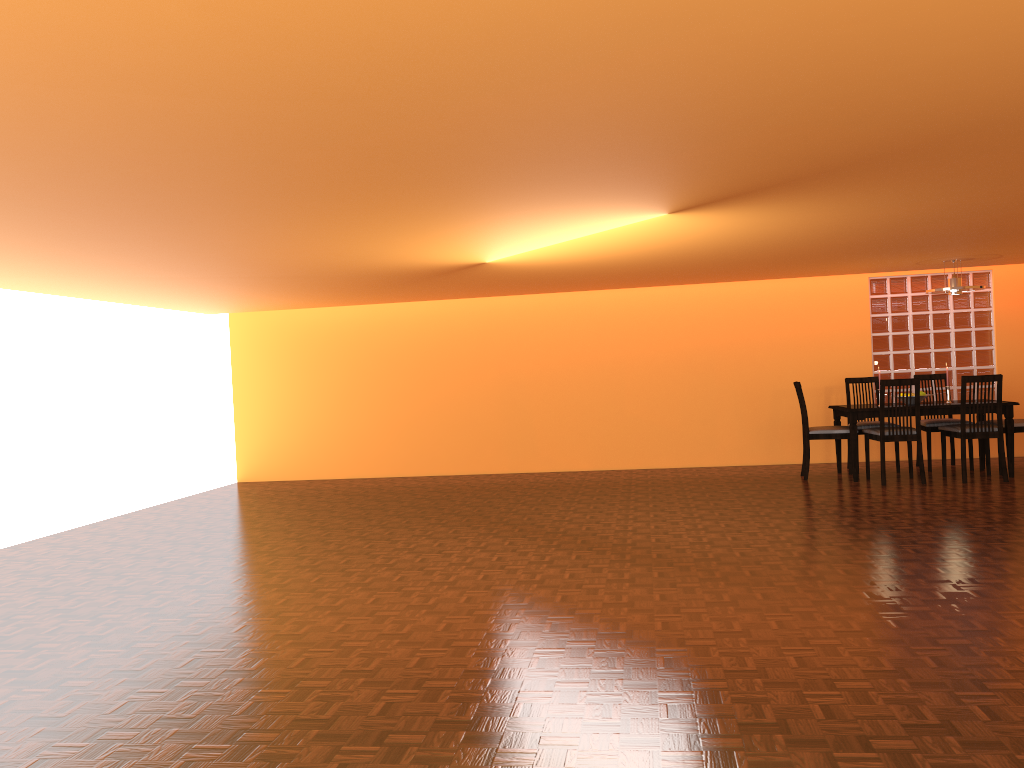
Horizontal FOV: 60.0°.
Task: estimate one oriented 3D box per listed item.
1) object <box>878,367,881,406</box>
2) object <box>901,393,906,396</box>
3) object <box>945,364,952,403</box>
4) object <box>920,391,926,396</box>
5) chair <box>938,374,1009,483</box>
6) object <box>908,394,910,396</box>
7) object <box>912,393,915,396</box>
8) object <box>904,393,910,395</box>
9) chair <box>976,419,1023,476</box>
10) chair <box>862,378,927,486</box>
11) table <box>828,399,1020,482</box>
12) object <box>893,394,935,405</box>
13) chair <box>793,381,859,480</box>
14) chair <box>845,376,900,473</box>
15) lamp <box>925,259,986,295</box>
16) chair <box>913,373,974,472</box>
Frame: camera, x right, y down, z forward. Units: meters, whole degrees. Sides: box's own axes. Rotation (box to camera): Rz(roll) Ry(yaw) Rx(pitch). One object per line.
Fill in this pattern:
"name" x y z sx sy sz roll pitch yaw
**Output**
"object" 2.964 0.014 7.139 0.044 0.326 0.044 -3 1 -3
"object" 3.147 0.098 7.154 0.055 0.046 0.046 -3 1 -9
"object" 3.511 -0.012 7.144 0.044 0.326 0.044 -3 1 -3
"object" 3.310 0.088 7.175 0.069 0.066 0.069 -3 1 18
"chair" 3.529 0.333 6.775 0.373 0.809 0.465 -3 1 8
"object" 3.189 0.107 7.125 0.046 0.046 0.055 -3 1 -29
"object" 3.251 0.105 7.124 0.066 0.070 0.055 -3 1 -10
"object" 3.217 0.113 7.217 0.087 0.076 0.089 -3 1 15
"chair" 4.023 0.306 7.079 0.465 0.809 0.373 -3 1 3
"chair" 2.959 0.360 6.859 0.373 0.809 0.465 -3 1 8
"table" 3.295 0.453 7.168 1.259 0.584 0.697 -3 1 8
"object" 3.240 0.127 7.183 0.337 0.072 0.337 -3 1 -25
"chair" 2.578 0.374 7.300 0.465 0.809 0.373 -3 1 13
"chair" 3.071 0.347 7.616 0.373 0.809 0.465 -3 1 8
"lamp" 3.547 -0.853 7.108 0.435 0.274 0.435 -2 1 31
"chair" 3.641 0.320 7.532 0.373 0.809 0.465 -3 1 8
